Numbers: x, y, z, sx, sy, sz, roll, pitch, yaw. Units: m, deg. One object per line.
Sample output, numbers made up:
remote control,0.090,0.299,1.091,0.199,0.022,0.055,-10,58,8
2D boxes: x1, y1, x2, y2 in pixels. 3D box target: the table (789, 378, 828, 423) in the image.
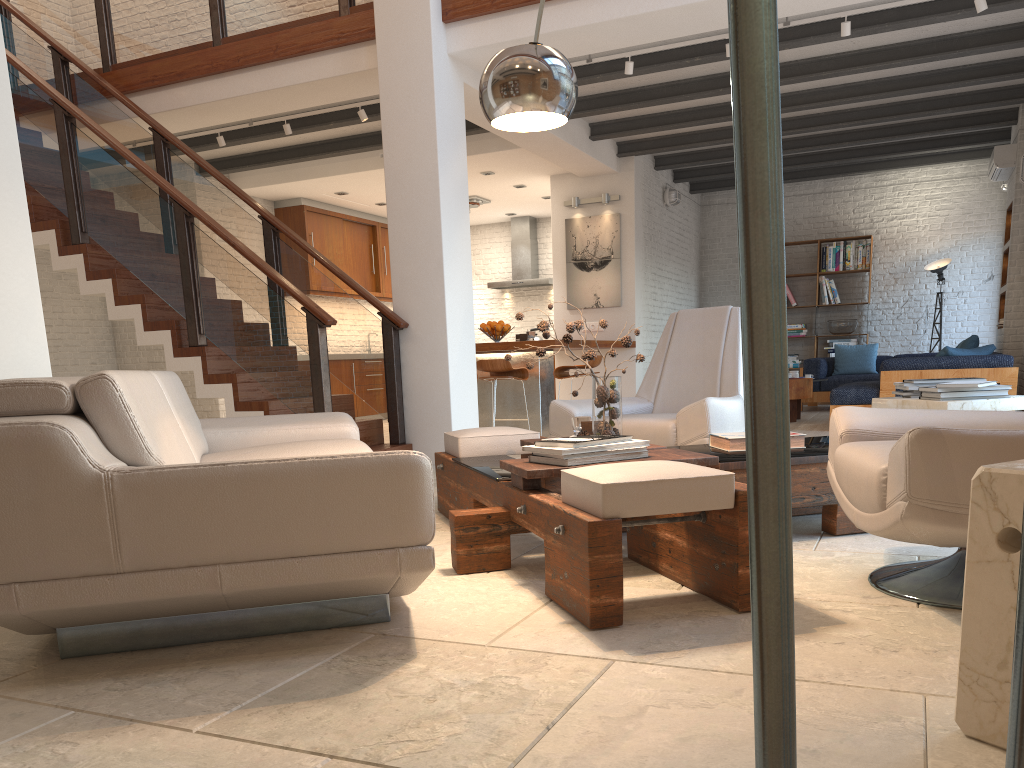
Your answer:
table,2.952,0.161,9.940,1.074,0.457,1.796,0,3,30

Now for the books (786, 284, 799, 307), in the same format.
books,3.869,-1.228,12.107,0.194,0.327,0.248,2,9,24

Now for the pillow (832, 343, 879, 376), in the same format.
pillow,4.383,-0.313,11.122,0.555,0.420,0.217,0,9,23

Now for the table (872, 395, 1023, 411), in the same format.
table,2.047,0.315,4.083,0.493,0.517,0.484,-4,7,-15

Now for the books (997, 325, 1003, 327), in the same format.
books,5.291,-0.625,9.329,0.161,0.017,0.247,-1,2,35

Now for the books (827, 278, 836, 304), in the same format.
books,4.354,-1.254,11.875,0.124,0.358,0.265,3,9,25

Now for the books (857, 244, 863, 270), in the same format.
books,4.653,-1.685,11.631,0.055,0.338,0.248,3,9,25

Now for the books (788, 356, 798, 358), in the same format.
books,3.903,-0.383,12.279,0.236,0.019,0.167,-2,2,18

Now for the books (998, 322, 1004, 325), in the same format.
books,5.292,-0.652,9.310,0.170,0.019,0.232,-1,2,27

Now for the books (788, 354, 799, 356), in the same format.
books,3.901,-0.409,12.252,0.252,0.017,0.159,-2,2,24

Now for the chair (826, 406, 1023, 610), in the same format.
chair,1.530,0.121,2.591,0.984,1.024,1.001,-1,7,9

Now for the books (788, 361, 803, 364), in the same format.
books,3.889,-0.301,12.281,0.379,0.037,0.239,-2,2,24

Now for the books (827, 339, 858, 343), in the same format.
books,4.526,-0.591,11.933,0.379,0.037,0.239,-2,2,24

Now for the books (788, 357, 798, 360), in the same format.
books,3.906,-0.356,12.276,0.205,0.034,0.130,-1,2,24

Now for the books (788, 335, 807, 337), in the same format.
books,3.923,-0.662,12.181,0.355,0.021,0.266,-2,2,24

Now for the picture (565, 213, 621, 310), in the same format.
picture,0.928,-1.389,9.972,0.654,1.042,0.019,2,12,24

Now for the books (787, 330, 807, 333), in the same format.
books,3.917,-0.728,12.155,0.379,0.037,0.239,-2,2,18

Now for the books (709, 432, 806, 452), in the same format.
books,1.031,0.239,3.681,0.326,0.058,0.249,-2,2,-5

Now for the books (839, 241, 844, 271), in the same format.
books,4.436,-1.707,11.718,0.036,0.393,0.238,3,10,25

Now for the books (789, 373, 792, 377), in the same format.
books,2.813,-0.105,9.436,0.270,0.112,0.318,-4,3,-33

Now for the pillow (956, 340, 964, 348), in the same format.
pillow,5.235,-0.314,10.193,0.243,0.408,1.084,2,4,24

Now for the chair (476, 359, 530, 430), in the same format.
chair,-0.101,0.159,8.143,0.404,0.795,0.411,2,10,24

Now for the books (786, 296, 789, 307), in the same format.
books,3.774,-1.256,12.117,0.121,0.391,0.238,3,10,25

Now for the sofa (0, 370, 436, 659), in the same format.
sofa,-1.044,0.325,3.228,1.140,0.773,2.287,-3,3,-16

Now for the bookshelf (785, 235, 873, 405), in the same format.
bookshelf,4.201,-0.824,12.006,1.314,2.260,0.355,2,12,24

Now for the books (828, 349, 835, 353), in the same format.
books,4.502,-0.457,11.946,0.326,0.057,0.249,-2,2,19

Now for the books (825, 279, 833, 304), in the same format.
books,4.330,-1.253,11.875,0.124,0.358,0.265,3,9,25

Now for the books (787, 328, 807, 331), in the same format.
books,3.922,-0.757,12.168,0.355,0.021,0.266,-2,2,23

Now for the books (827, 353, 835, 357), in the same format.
books,4.533,-0.396,11.957,0.380,0.066,0.239,-2,2,11

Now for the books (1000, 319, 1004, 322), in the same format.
books,5.295,-0.678,9.310,0.132,0.034,0.202,-1,2,35

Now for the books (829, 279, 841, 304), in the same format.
books,4.392,-1.246,11.844,0.158,0.338,0.248,2,9,24

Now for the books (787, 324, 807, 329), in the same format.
books,3.928,-0.796,12.154,0.326,0.057,0.250,-1,2,27

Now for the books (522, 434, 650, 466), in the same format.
books,0.271,0.230,3.083,0.397,0.076,0.247,-3,3,-33

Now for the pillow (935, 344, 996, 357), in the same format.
pillow,4.016,-0.181,7.853,0.562,0.337,0.369,-3,6,-15

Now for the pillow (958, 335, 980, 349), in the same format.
pillow,4.664,-0.286,8.993,0.254,0.426,1.187,2,4,24

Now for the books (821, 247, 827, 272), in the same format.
books,4.247,-1.675,11.831,0.055,0.338,0.248,3,9,25

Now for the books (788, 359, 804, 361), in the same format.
books,3.899,-0.329,12.260,0.380,0.019,0.239,-2,2,17

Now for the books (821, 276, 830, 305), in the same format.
books,4.277,-1.268,11.885,0.103,0.393,0.238,3,10,25

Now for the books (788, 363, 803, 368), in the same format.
books,3.907,-0.255,12.274,0.325,0.057,0.250,-1,2,34

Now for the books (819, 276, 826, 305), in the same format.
books,4.252,-1.269,11.921,0.101,0.394,0.238,3,10,25

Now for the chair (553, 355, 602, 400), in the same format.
chair,0.673,0.124,8.372,0.422,0.795,0.393,2,10,24

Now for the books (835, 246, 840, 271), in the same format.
books,4.403,-1.679,11.761,0.055,0.338,0.248,3,9,25

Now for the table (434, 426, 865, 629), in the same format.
table,0.668,0.416,3.585,1.964,0.440,2.165,-3,2,-14

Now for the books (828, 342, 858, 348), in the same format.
books,4.534,-0.540,11.946,0.379,0.066,0.239,-2,2,19

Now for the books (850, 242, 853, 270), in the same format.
books,4.552,-1.697,11.679,0.020,0.368,0.265,3,10,25

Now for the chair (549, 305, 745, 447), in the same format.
chair,0.869,0.091,4.790,1.019,1.042,0.955,4,9,41

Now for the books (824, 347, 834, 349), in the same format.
books,4.520,-0.496,11.942,0.444,0.021,0.266,-2,2,24

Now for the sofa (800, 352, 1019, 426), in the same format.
sofa,4.117,0.016,9.525,2.077,0.676,3.870,-1,2,25

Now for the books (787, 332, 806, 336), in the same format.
books,3.911,-0.691,12.173,0.379,0.037,0.239,-2,2,20

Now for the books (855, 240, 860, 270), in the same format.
books,4.612,-1.712,11.650,0.036,0.393,0.238,3,10,25
